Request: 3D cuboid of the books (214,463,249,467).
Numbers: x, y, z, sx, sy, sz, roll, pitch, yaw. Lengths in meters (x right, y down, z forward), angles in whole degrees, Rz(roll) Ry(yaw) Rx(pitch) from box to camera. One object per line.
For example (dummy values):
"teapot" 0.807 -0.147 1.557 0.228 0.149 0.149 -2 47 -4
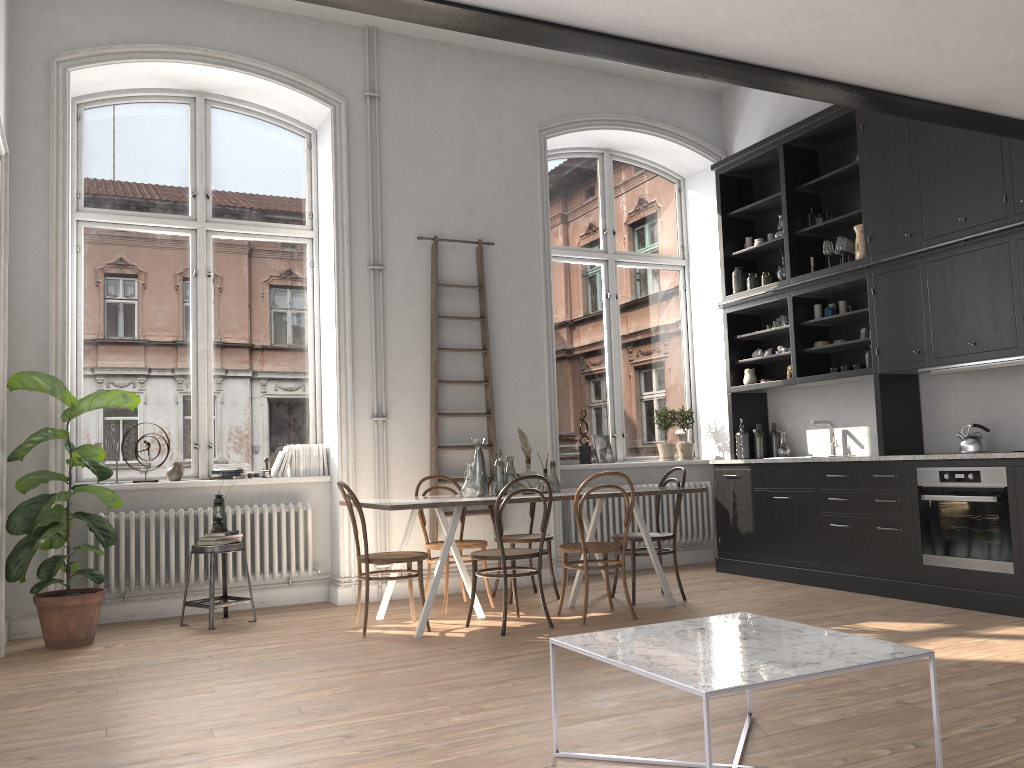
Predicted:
"books" -2.075 0.602 6.564 0.243 0.019 0.175 -1 -5 -16

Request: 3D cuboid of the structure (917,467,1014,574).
"structure" 3.022 0.827 5.582 0.618 0.622 0.622 0 -5 -26

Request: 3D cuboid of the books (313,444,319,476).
"books" -1.527 0.589 6.862 0.024 0.243 0.175 0 -5 -26

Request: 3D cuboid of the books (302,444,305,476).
"books" -1.614 0.586 6.796 0.019 0.243 0.174 0 -5 -26

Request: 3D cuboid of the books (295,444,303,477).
"books" -1.630 0.585 6.778 0.024 0.243 0.175 0 -5 -26

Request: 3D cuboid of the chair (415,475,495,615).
"chair" -0.415 1.103 6.236 0.438 0.920 0.549 0 -5 -28

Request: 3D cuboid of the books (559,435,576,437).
"books" 0.436 0.460 7.786 0.205 0.020 0.155 0 -6 -26

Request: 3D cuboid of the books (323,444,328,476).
"books" -1.466 0.587 6.867 0.040 0.244 0.174 0 -5 -26

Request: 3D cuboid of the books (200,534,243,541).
"books" -1.952 1.029 5.964 0.163 0.029 0.232 -6 -6 35

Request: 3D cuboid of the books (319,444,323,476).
"books" -1.495 0.587 6.855 0.024 0.243 0.175 0 -5 -26

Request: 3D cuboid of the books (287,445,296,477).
"books" -1.687 0.588 6.785 0.024 0.243 0.175 0 -5 -26

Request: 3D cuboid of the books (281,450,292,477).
"books" -1.720 0.605 6.744 0.072 0.203 0.155 0 -5 -26

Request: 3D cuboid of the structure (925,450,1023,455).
"structure" 3.014 0.433 5.617 0.427 0.011 0.592 0 -6 -26

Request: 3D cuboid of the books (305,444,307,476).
"books" -1.604 0.588 6.820 0.019 0.243 0.174 0 -5 -26

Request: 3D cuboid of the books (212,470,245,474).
"books" -2.089 0.647 6.543 0.221 0.023 0.147 -1 -5 -10

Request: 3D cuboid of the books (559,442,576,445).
"books" 0.439 0.523 7.780 0.205 0.022 0.155 1 -6 -31

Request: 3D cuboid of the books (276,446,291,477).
"books" -1.743 0.588 6.733 0.100 0.234 0.174 0 -5 -26

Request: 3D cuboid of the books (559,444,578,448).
"books" 0.440 0.546 7.785 0.222 0.024 0.158 0 -6 -26

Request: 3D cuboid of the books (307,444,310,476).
"books" -1.587 0.589 6.833 0.024 0.243 0.175 0 -5 -26

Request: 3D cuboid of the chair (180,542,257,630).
"chair" -1.952 1.326 5.895 0.360 0.522 0.364 -6 -6 38

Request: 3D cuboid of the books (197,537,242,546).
"books" -1.960 1.055 5.954 0.194 0.034 0.246 -3 -5 14

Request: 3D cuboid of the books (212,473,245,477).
"books" -2.091 0.669 6.542 0.205 0.022 0.155 -2 -5 -6

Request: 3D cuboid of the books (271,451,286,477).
"books" -1.779 0.608 6.719 0.105 0.194 0.155 0 -5 -27

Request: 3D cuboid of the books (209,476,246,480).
"books" -2.098 0.692 6.541 0.221 0.023 0.147 -4 -5 23

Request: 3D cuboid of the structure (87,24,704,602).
"structure" -0.571 -0.595 7.142 5.182 4.471 0.340 0 -5 -26

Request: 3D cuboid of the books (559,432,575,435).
"books" 0.426 0.439 7.793 0.201 0.024 0.159 2 -6 -36

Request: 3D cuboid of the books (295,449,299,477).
"books" -1.654 0.605 6.776 0.020 0.205 0.155 0 -5 -26

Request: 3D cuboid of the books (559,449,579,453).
"books" 0.435 0.593 7.777 0.245 0.028 0.194 1 -6 -31

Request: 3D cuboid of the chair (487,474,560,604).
"chair" 0.067 1.114 6.556 0.438 0.920 0.549 0 -5 -19

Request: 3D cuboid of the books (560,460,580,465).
"books" 0.435 0.687 7.751 0.248 0.043 0.192 0 -6 -26

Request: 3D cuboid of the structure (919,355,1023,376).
"structure" 3.108 -0.146 5.724 0.379 0.123 0.844 0 -6 -26

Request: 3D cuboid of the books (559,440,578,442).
"books" 0.433 0.503 7.780 0.244 0.019 0.175 0 -6 -26

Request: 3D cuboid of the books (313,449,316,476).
"books" -1.537 0.605 6.832 0.020 0.205 0.155 0 -5 -26

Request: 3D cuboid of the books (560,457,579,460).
"books" 0.436 0.655 7.753 0.249 0.023 0.175 1 -6 -30

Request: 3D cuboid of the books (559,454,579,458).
"books" 0.436 0.632 7.755 0.249 0.023 0.175 0 -5 -25

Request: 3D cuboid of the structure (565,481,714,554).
"structure" 1.120 1.169 7.873 1.577 0.552 0.194 0 -5 -26

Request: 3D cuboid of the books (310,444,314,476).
"books" -1.558 0.586 6.823 0.019 0.243 0.174 0 -5 -26

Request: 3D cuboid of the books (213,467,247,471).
"books" -2.083 0.626 6.535 0.205 0.020 0.155 2 -6 -36

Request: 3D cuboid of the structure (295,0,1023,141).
"structure" 1.943 -1.974 1.766 5.927 1.212 4.161 0 -5 -26

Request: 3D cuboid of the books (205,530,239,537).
"books" -1.952 1.007 5.967 0.147 0.027 0.221 -3 -5 6

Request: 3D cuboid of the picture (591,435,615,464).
"picture" 0.796 0.593 7.998 0.221 0.264 0.149 2 -6 -42

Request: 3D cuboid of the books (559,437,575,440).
"books" 0.425 0.482 7.778 0.231 0.023 0.163 -1 -5 -10

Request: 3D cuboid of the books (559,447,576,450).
"books" 0.440 0.568 7.777 0.205 0.022 0.155 -1 -5 -12

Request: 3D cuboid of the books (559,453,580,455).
"books" 0.437 0.614 7.774 0.255 0.014 0.193 0 -5 -23
